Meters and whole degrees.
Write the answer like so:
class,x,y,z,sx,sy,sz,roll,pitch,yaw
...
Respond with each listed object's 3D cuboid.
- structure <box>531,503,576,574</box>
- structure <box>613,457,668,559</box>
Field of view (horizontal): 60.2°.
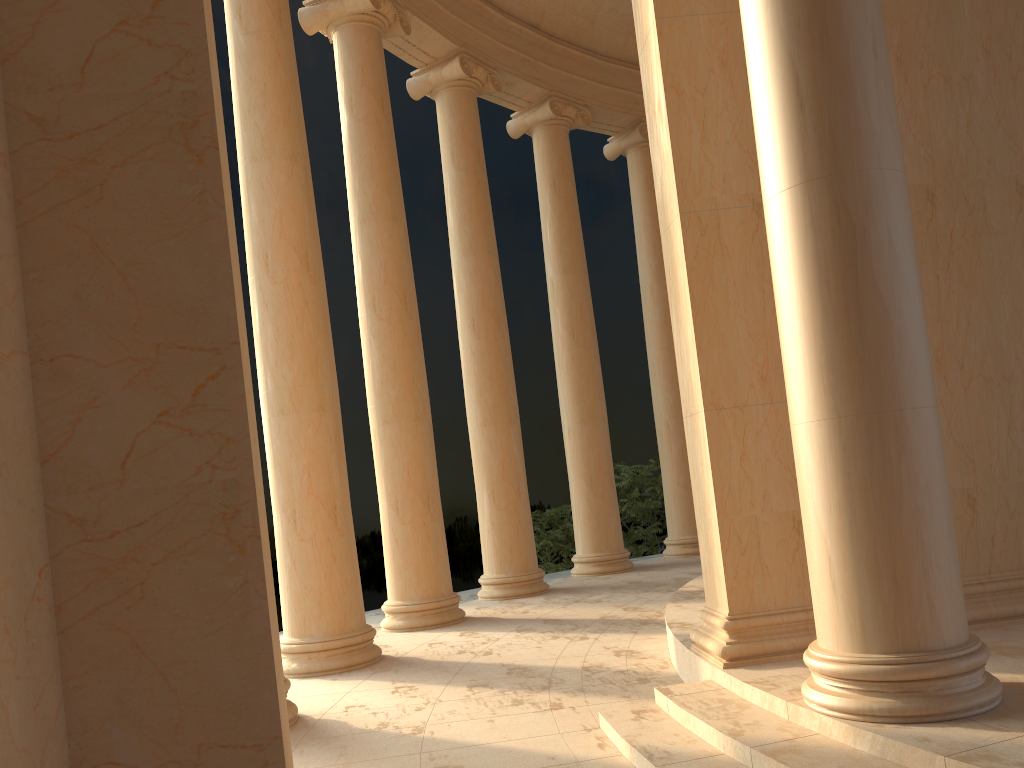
class,x,y,z,sx,sy,sz,roll,pitch,yaw
structure,65.456,303.525,1514.694,149.439,187.724,156.056,-7,-4,7
structure,251.806,279.131,1600.724,247.067,298.532,238.658,-7,-4,-2
